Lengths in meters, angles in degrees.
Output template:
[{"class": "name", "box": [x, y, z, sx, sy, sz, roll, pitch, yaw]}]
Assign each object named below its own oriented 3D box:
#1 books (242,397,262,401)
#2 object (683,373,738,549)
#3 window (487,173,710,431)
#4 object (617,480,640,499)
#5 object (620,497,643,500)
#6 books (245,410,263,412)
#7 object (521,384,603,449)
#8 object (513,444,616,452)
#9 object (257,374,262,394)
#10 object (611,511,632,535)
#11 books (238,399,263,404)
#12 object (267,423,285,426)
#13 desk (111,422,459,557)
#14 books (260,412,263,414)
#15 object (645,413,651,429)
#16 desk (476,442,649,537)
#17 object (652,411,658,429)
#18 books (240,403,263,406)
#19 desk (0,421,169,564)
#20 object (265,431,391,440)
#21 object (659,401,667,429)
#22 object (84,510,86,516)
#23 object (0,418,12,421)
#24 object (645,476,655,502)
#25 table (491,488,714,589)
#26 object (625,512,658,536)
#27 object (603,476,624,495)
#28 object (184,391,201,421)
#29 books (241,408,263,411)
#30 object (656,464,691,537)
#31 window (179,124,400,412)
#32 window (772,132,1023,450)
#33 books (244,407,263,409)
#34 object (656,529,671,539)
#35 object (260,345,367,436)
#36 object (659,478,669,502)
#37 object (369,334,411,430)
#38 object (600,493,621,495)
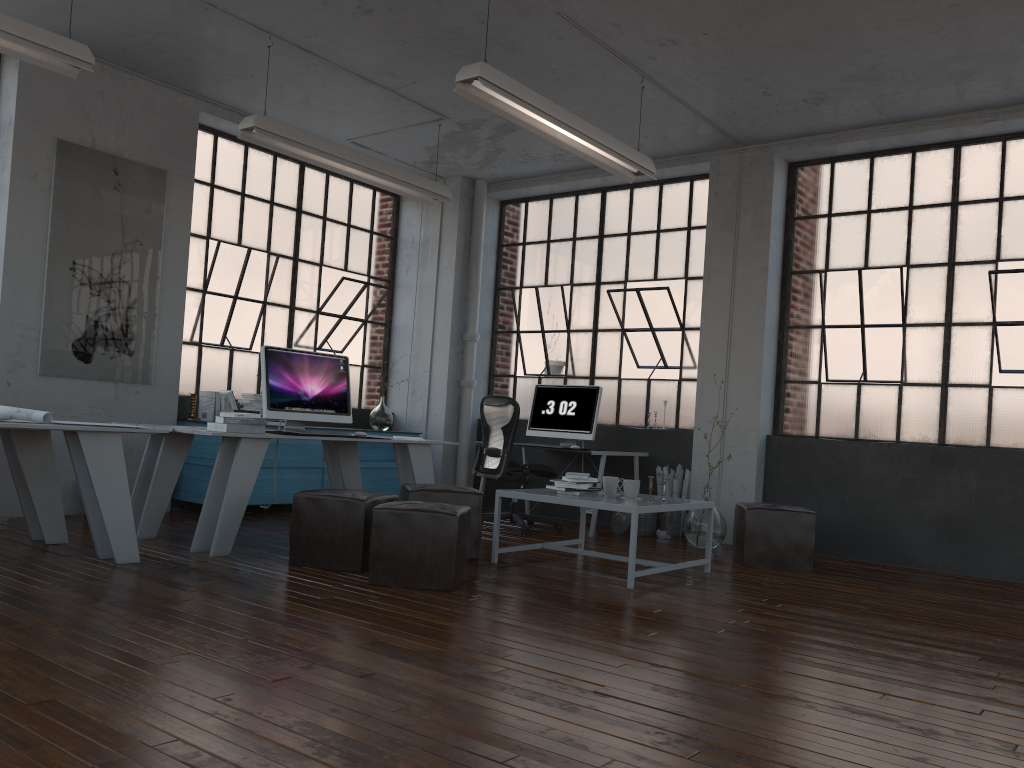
[{"class": "books", "box": [-2.141, 0.133, 7.574, 0.174, 0.021, 0.273, 2, -4, 38]}, {"class": "object", "box": [1.540, 0.574, 6.608, 0.330, 1.339, 0.618, 4, -2, -16]}, {"class": "window", "box": [0.808, -0.733, 8.449, 2.589, 2.389, 0.670, 2, -2, 38]}, {"class": "object", "box": [0.713, 0.637, 5.366, 0.129, 0.109, 0.100, 6, -3, -44]}, {"class": "object", "box": [0.726, 0.694, 5.380, 0.137, 0.003, 0.137, 5, -3, -31]}, {"class": "books", "box": [-2.132, 0.236, 7.579, 0.160, 0.013, 0.256, 2, -4, 38]}, {"class": "object", "box": [0.405, 0.276, 7.736, 0.714, 0.552, 0.377, 2, -2, 39]}, {"class": "object", "box": [0.383, 0.558, 7.729, 0.847, 0.008, 0.688, 1, -4, 39]}, {"class": "object", "box": [-2.092, 0.004, 7.582, 0.177, 0.161, 0.093, 4, -2, 5]}, {"class": "object", "box": [0.909, 1.114, 7.389, 0.107, 0.280, 0.293, 4, -2, -27]}, {"class": "books", "box": [-2.168, 0.155, 7.567, 0.180, 0.028, 0.296, 2, -4, 38]}, {"class": "object", "box": [-2.025, 0.332, 7.372, 0.187, 0.014, 0.253, 2, -4, 38]}, {"class": "desk", "box": [-1.465, 0.683, 6.011, 1.074, 0.704, 2.080, 2, -3, 38]}, {"class": "books", "box": [-2.166, 0.248, 7.575, 0.182, 0.016, 0.289, 2, -4, 38]}, {"class": "object", "box": [1.220, 0.325, 7.912, 0.055, 0.153, 0.055, 4, -1, -3]}, {"class": "desk", "box": [0.408, 0.898, 7.781, 1.226, 0.688, 0.934, 2, -3, 38]}, {"class": "object", "box": [1.281, 0.325, 7.914, 0.066, 0.160, 0.066, 4, -2, -21]}, {"class": "books", "box": [-2.156, 0.178, 7.585, 0.182, 0.016, 0.289, 2, -4, 38]}, {"class": "desk", "box": [-2.873, 0.497, 4.171, 1.064, 0.697, 2.059, 2, -3, 38]}, {"class": "object", "box": [-1.331, 0.337, 5.896, 0.687, 0.008, 0.849, 1, -4, 39]}, {"class": "object", "box": [1.353, 0.276, 7.860, 0.084, 0.256, 0.084, 5, -2, -30]}, {"class": "object", "box": [-2.925, 0.795, 6.374, 0.293, 0.307, 0.292, 5, -2, -24]}, {"class": "object", "box": [-2.775, 0.077, 4.469, 0.416, 0.182, 0.389, 5, -3, -22]}, {"class": "object", "box": [0.817, 0.620, 5.224, 0.052, 0.148, 0.052, 4, -1, -12]}, {"class": "table", "box": [0.574, 0.914, 5.476, 0.972, 0.444, 0.993, 2, -3, 38]}, {"class": "object", "box": [1.085, 1.119, 7.481, 0.290, 0.293, 0.291, 4, -2, -5]}, {"class": "object", "box": [0.635, 0.646, 5.637, 0.129, 0.109, 0.100, 6, -3, -44]}, {"class": "object", "box": [-2.564, 0.175, 7.134, 0.132, 0.236, 0.132, 4, -2, 4]}, {"class": "books", "box": [-2.151, 0.222, 7.567, 0.159, 0.012, 0.285, 2, -4, 38]}, {"class": "object", "box": [1.379, 0.978, 7.526, 0.293, 0.627, 0.274, 4, -1, -11]}, {"class": "window", "box": [-2.018, -0.930, 8.201, 0.669, 2.389, 2.594, 3, -2, 38]}, {"class": "window", "box": [3.246, -0.666, 6.573, 2.589, 2.389, 0.670, 2, -2, 38]}, {"class": "books", "box": [-2.139, 0.211, 7.573, 0.160, 0.012, 0.254, 2, -4, 38]}, {"class": "object", "box": [1.243, 1.246, 7.305, 0.125, 0.107, 0.095, 4, -2, -11]}, {"class": "object", "box": [-1.314, 0.054, 5.905, 0.377, 0.552, 0.715, 2, -3, 39]}, {"class": "object", "box": [0.909, 0.628, 5.291, 0.055, 0.153, 0.055, 3, -1, 14]}, {"class": "object", "box": [-1.149, -0.013, 8.554, 0.433, 0.939, 0.232, 3, -1, 19]}, {"class": "object", "box": [0.624, 0.699, 5.626, 0.137, 0.003, 0.137, 5, -3, -31]}]
